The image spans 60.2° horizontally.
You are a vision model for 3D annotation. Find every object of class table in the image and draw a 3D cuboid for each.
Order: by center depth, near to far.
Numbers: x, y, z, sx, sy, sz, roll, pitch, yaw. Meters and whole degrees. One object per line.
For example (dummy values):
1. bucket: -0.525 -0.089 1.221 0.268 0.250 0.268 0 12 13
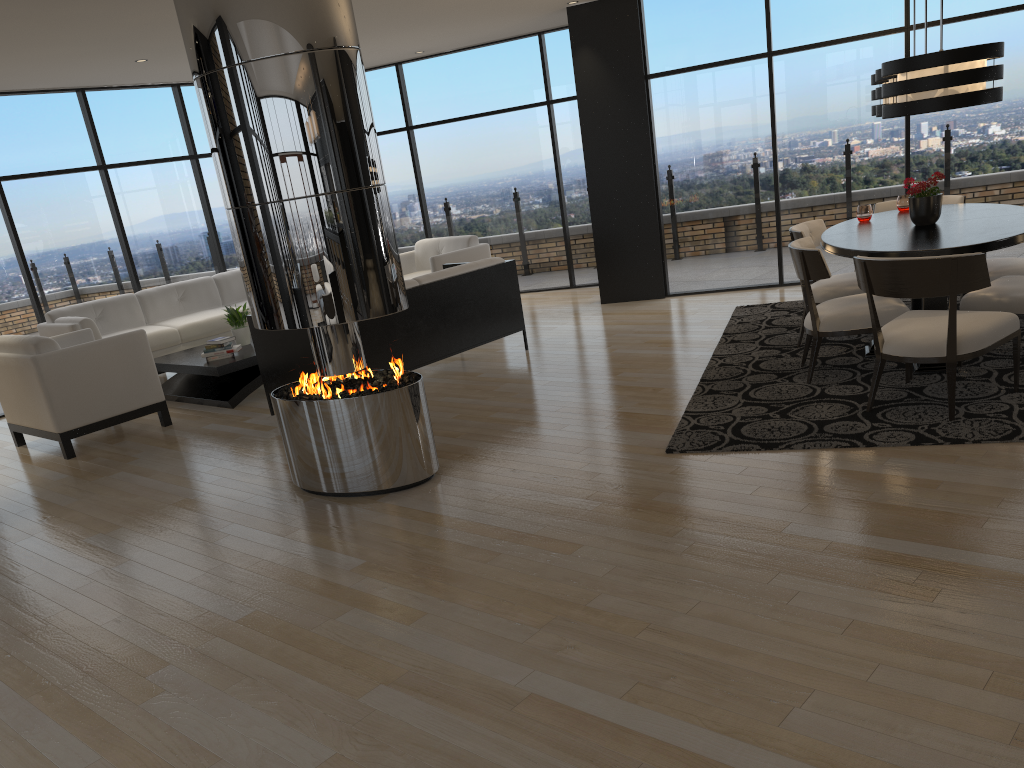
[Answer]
1. table: 2.555 -0.592 5.446 1.210 0.790 2.049 -2 16 23
2. table: -2.058 -0.270 7.970 1.257 0.361 1.990 5 20 43

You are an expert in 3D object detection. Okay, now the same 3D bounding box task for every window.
1. window: -2.290 -1.263 2.649 10.120 4.916 15.488 0 17 30

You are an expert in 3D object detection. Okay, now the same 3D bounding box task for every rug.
1. rug: 2.645 -0.244 5.619 2.720 0.011 3.621 -4 15 21

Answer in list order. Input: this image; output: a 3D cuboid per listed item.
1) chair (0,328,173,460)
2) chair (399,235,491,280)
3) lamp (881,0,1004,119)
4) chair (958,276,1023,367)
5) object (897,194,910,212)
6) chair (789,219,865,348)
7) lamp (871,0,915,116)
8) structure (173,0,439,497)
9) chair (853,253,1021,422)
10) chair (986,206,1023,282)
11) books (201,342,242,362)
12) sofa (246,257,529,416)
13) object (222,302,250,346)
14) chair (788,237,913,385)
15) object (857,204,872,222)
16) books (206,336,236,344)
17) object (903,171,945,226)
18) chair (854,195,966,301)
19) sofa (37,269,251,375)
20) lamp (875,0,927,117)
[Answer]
1. chair: -3.284 -0.018 6.684 0.995 0.879 0.837 6 22 42
2. chair: -0.826 -1.053 9.217 0.995 0.879 0.837 6 22 42
3. lamp: 2.024 -1.995 4.155 0.536 1.365 0.520 -2 19 20
4. chair: 2.897 -0.519 4.867 0.631 0.828 0.611 -23 22 -38
5. object: 2.704 -1.246 6.083 0.095 0.109 0.093 -13 17 -12
6. chair: 2.209 -0.682 5.946 0.615 0.828 0.626 1 20 30
7. lamp: 2.611 -2.488 5.727 0.536 1.365 0.520 -2 19 20
8. structure: -1.002 -0.806 4.376 0.891 2.817 0.571 2 21 30
9. chair: 2.100 -0.277 4.416 0.605 0.828 0.637 -23 22 -38
10. chair: 3.191 -0.740 5.553 0.617 0.828 0.624 -7 17 7
11. books: -2.368 -0.279 7.195 0.307 0.130 0.218 -11 15 -7
12. sofa: -0.895 -0.414 6.849 0.833 0.825 1.990 6 21 42
13. object: -2.360 -0.520 7.634 0.284 0.380 0.209 -7 18 7
14. chair: 1.960 -0.447 5.177 0.617 0.828 0.624 -5 17 14
15. object: 2.345 -1.136 5.874 0.095 0.109 0.093 1 20 31
16. books: -2.362 -0.354 7.168 0.184 0.027 0.151 1 17 34
17. object: 2.463 -1.106 5.285 0.229 0.306 0.231 -2 18 23
18. chair: 2.879 -0.899 6.377 0.639 0.828 0.603 6 22 40
19. sofa: -3.151 -0.591 8.862 0.850 0.878 2.640 7 21 42
20. lamp: 2.318 -2.242 4.941 0.536 1.365 0.520 -2 19 20
